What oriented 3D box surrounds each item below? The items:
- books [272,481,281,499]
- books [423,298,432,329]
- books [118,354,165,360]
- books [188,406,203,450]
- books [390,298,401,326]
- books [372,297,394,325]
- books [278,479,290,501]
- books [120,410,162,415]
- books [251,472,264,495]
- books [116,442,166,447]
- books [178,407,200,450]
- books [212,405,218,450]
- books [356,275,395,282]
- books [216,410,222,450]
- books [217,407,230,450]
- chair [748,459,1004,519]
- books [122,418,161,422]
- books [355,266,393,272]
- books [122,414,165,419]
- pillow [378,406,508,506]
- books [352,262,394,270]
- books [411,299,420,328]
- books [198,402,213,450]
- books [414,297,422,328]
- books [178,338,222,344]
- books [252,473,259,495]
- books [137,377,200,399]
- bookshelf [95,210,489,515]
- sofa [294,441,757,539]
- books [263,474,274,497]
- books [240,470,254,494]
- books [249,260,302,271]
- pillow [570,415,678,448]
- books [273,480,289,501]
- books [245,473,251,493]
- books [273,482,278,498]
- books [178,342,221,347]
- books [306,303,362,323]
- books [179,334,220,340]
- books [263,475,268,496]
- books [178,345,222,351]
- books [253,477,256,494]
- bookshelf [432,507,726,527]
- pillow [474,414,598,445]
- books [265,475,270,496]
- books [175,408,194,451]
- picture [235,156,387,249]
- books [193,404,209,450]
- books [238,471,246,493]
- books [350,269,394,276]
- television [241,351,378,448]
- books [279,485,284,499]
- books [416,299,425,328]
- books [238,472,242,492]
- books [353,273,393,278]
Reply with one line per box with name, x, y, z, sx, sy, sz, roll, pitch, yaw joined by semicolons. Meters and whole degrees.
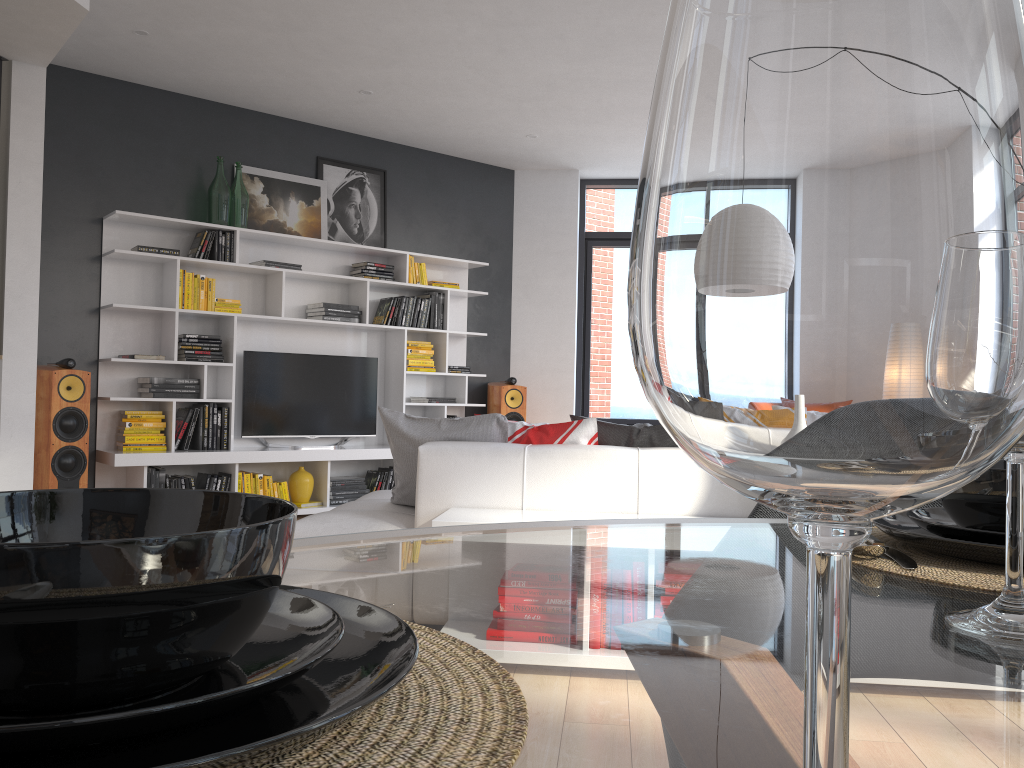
books;-1.698;0.796;6.373;0.046;0.187;0.134;2;-1;-39
books;-0.744;-0.575;7.293;0.066;0.260;0.197;2;-1;-39
books;-2.469;-0.174;5.916;0.266;0.030;0.209;0;-1;45
books;-2.193;0.306;6.149;0.028;0.301;0.213;2;-1;-39
books;-0.971;-0.570;7.098;0.081;0.233;0.169;2;-1;-40
books;-1.027;-0.572;7.065;0.104;0.234;0.182;2;-1;-39
books;-1.652;0.794;6.425;0.046;0.193;0.149;2;-1;-38
books;-2.497;0.193;5.968;0.234;0.024;0.171;2;-1;-35
books;-1.820;0.760;6.302;0.055;0.252;0.185;2;-1;-40
books;-2.482;0.402;5.933;0.269;0.025;0.213;2;-1;-36
books;-2.243;0.307;6.107;0.100;0.289;0.210;2;-1;-40
books;-2.124;0.300;6.215;0.034;0.315;0.239;2;-1;-39
books;-1.103;-0.824;7.028;0.284;0.030;0.214;2;-1;-35
books;-2.094;0.321;6.230;0.028;0.272;0.200;2;-1;-39
books;-2.064;0.311;6.257;0.051;0.297;0.230;2;-1;-39
chair;0.453;0.472;0.807;0.655;0.891;0.619;1;-1;13
books;-2.484;0.242;5.952;0.238;0.023;0.167;2;-1;-23
books;-1.095;-0.903;7.029;0.246;0.026;0.180;2;-1;-36
books;-2.475;0.218;5.955;0.234;0.024;0.171;2;-1;-35
pillow;0.902;0.345;3.918;2.953;0.453;0.647;1;-1;-6
books;-1.104;-0.930;7.037;0.209;0.030;0.266;0;-1;45
books;-0.823;-0.568;7.197;0.069;0.242;0.172;2;-1;-38
books;-2.147;0.293;6.197;0.026;0.326;0.237;2;-1;-39
books;-0.821;-0.575;7.232;0.075;0.254;0.192;2;-1;-40
books;-2.190;-0.296;6.178;0.284;0.030;0.214;2;-1;-30
books;-1.834;0.758;6.278;0.041;0.252;0.180;2;-1;-39
books;-2.346;0.029;6.056;0.343;0.137;0.277;2;-1;-39
bookshelf;-1.439;-0.047;6.662;3.000;2.052;0.455;2;-1;-39
sofa;0.956;0.629;4.397;3.424;0.732;2.614;1;-1;6
books;-1.758;0.770;6.363;0.056;0.235;0.172;2;-1;-40
books;-1.873;0.751;6.264;0.038;0.267;0.202;2;-1;-38
books;-1.740;-0.857;6.512;0.310;0.047;0.250;2;-1;-43
pillow;1.287;0.352;3.549;2.120;0.436;0.608;1;-1;2
books;-1.665;0.794;6.403;0.067;0.193;0.148;2;-1;-38
books;-1.897;0.753;6.246;0.066;0.258;0.198;2;-1;-39
books;-1.719;0.795;6.365;0.056;0.188;0.138;2;-1;-39
books;-2.182;-0.270;6.159;0.264;0.020;0.189;2;-1;-35
books;-1.372;-0.537;6.832;0.343;0.137;0.277;2;-1;-44
books;-2.172;-0.324;6.158;0.246;0.026;0.180;2;-1;-31
books;-1.784;0.766;6.306;0.043;0.240;0.169;2;-1;-40
books;-2.179;-0.245;6.156;0.284;0.030;0.214;2;-1;-30
books;-1.848;0.771;6.261;0.042;0.230;0.156;2;-1;-40
bookshelf;1.046;0.721;2.891;2.600;0.500;0.356;1;-1;6
pillow;0.961;0.371;3.577;2.250;0.449;0.575;1;-1;4
books;-1.777;0.769;6.337;0.043;0.235;0.171;2;-1;-40
books;-2.294;0.309;6.089;0.142;0.284;0.232;2;-1;-39
picture;-1.522;-1.421;6.859;1.279;0.707;0.076;2;-1;-39
books;-2.171;0.298;6.173;0.034;0.314;0.237;2;-1;-39
books;-1.922;0.746;6.219;0.048;0.271;0.213;2;-1;-39
books;-1.115;-0.875;7.048;0.284;0.030;0.214;2;-1;-35
television;-1.518;0.127;6.739;1.102;0.704;0.207;2;-1;-39
books;-1.676;0.806;6.375;0.049;0.169;0.113;2;-1;-40
books;-0.793;-0.569;7.238;0.071;0.243;0.179;2;-1;-40
books;-1.939;0.745;6.178;0.029;0.270;0.204;2;-1;-39
books;-1.106;-0.849;7.030;0.264;0.020;0.189;2;-1;-40
